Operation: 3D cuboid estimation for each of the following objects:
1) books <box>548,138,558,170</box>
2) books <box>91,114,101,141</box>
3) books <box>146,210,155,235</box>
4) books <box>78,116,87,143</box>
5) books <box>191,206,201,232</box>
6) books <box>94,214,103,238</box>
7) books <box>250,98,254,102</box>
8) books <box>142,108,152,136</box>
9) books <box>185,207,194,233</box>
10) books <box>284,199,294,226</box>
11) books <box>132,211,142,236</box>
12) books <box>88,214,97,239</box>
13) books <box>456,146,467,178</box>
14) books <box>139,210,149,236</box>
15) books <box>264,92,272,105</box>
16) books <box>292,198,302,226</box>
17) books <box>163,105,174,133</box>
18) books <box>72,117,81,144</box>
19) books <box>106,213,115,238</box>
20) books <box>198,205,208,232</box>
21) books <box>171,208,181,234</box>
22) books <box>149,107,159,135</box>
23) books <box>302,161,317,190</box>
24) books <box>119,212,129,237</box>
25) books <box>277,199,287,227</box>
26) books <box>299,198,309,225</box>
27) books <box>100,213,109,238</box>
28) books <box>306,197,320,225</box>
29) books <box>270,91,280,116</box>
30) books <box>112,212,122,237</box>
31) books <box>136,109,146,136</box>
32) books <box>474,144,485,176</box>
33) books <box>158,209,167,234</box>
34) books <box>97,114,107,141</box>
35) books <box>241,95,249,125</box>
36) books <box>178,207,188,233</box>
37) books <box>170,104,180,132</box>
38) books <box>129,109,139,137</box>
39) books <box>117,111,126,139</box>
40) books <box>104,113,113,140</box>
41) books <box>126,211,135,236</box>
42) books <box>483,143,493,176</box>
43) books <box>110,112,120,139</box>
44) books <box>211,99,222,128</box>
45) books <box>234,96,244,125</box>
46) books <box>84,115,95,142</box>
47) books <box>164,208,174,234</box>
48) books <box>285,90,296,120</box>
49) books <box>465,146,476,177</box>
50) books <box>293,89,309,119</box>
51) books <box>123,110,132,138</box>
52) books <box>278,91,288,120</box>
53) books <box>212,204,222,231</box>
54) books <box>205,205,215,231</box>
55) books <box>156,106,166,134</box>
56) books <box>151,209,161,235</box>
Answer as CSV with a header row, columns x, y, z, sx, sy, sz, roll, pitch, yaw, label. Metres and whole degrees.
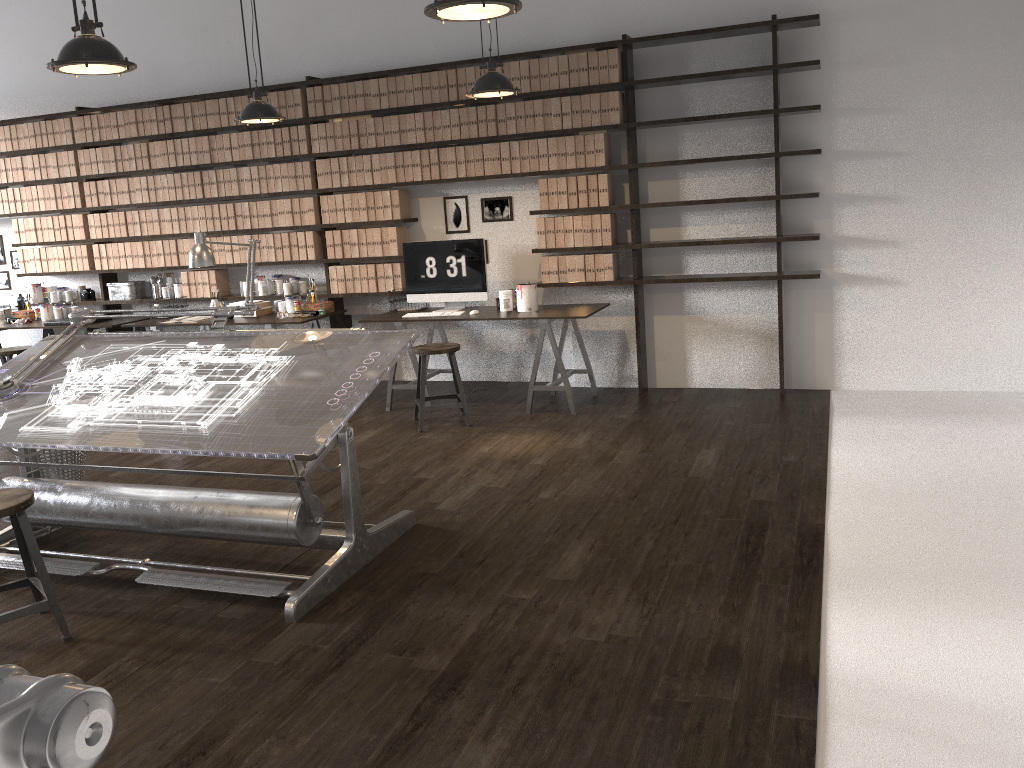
x,y,z,sx,sy,sz,roll,pitch,yaw,label
0.318,-1.633,6.300,0.066,0.224,0.176,-1,10,20,books
-3.521,-2.199,7.629,0.066,0.224,0.176,-1,10,20,books
-3.044,-1.385,7.601,0.066,0.224,0.176,-1,10,20,books
-3.658,-2.199,7.676,0.067,0.224,0.176,-1,10,20,books
-2.595,-1.381,7.431,0.066,0.224,0.176,-1,10,20,books
-3.574,-1.388,7.791,0.066,0.224,0.176,-1,10,20,books
-2.011,-2.186,7.066,0.067,0.224,0.176,-1,10,20,books
-3.004,-2.195,7.440,0.066,0.224,0.176,-1,10,20,books
-2.660,-1.382,7.459,0.066,0.224,0.176,-1,10,20,books
-1.744,-1.373,7.113,0.067,0.224,0.176,-1,10,20,books
-3.178,-1.385,7.646,0.066,0.224,0.176,-1,10,20,books
-3.641,-1.389,7.819,0.066,0.224,0.176,-1,10,20,books
-0.343,-1.639,6.545,0.066,0.224,0.176,-1,10,20,books
-3.110,-1.385,7.626,0.066,0.224,0.176,-1,10,20,books
-1.883,-2.186,7.022,0.066,0.224,0.176,-1,10,20,books
-1.676,-1.373,7.092,0.066,0.224,0.176,-1,10,20,books
-2.803,-2.193,7.360,0.067,0.224,0.176,-1,10,20,books
-3.716,-2.201,7.702,0.066,0.224,0.176,-1,10,20,books
-3.445,-1.388,7.748,0.066,0.224,0.176,-1,10,20,books
-2.529,-1.379,7.403,0.066,0.224,0.176,-1,10,20,books
-2.793,-1.382,7.503,0.067,0.224,0.176,-1,10,20,books
-2.939,-2.194,7.411,0.066,0.224,0.176,-1,10,20,books
-1.571,-1.644,7.004,0.066,0.224,0.176,-1,10,20,books
-3.315,-1.386,7.696,0.067,0.224,0.176,-1,10,20,books
-1.805,-1.374,7.138,0.066,0.224,0.176,-1,10,20,books
-1.610,-1.373,7.070,0.066,0.224,0.176,-1,10,20,books
-3.506,-1.387,7.766,0.067,0.224,0.176,-1,10,20,books
-1.552,-1.371,7.041,0.067,0.224,0.176,-1,10,20,books
-1.822,-2.184,6.995,0.067,0.224,0.176,-1,10,20,books
-3.383,-1.388,7.727,0.066,0.224,0.176,-1,10,20,books
-3.071,-2.196,7.464,0.066,0.224,0.176,-1,10,20,books
-0.211,-1.638,6.498,0.066,0.224,0.176,-1,10,20,books
-2.918,-1.384,7.553,0.066,0.224,0.176,-1,10,20,books
-3.455,-2.199,7.608,0.066,0.224,0.176,-1,10,20,books
-2.076,-2.188,7.094,0.066,0.224,0.176,-1,10,20,books
-2.726,-1.382,7.482,0.066,0.224,0.176,-1,10,20,books
-2.731,-2.193,7.339,0.066,0.224,0.176,-1,10,20,books
-3.136,-2.195,7.482,0.067,0.224,0.176,-1,10,20,books
-3.257,-2.197,7.530,0.066,0.224,0.176,-1,10,20,books
-3.390,-2.198,7.582,0.066,0.224,0.176,-1,10,20,books
-3.243,-1.387,7.675,0.066,0.224,0.176,-1,10,20,books
-0.142,-1.637,6.471,0.066,0.224,0.176,-1,10,20,books
-3.325,-2.197,7.554,0.067,0.224,0.176,-1,10,20,books
-2.344,-2.189,7.188,0.067,0.224,0.176,-1,10,20,books
-2.140,-2.189,7.120,0.066,0.224,0.176,-1,10,20,books
-3.590,-2.199,7.651,0.066,0.224,0.176,-1,10,20,books
-2.860,-1.383,7.530,0.066,0.224,0.176,-1,10,20,books
-1.690,-2.185,6.952,0.066,0.224,0.176,-1,10,20,books
-0.276,-1.639,6.524,0.066,0.224,0.176,-1,10,20,books
-1.625,-2.183,6.923,0.066,0.224,0.176,-1,10,20,books
-3.197,-2.197,7.510,0.066,0.224,0.176,-1,10,20,books
-1.757,-2.185,6.977,0.066,0.224,0.176,-1,10,20,books
-2.400,-1.379,7.360,0.066,0.224,0.176,-1,10,20,books
-2.461,-1.379,7.378,0.067,0.224,0.176,-1,10,20,books
-2.871,-2.194,7.391,0.066,0.224,0.176,-1,10,20,books
-2.983,-1.383,7.572,0.067,0.224,0.176,-1,10,20,books
